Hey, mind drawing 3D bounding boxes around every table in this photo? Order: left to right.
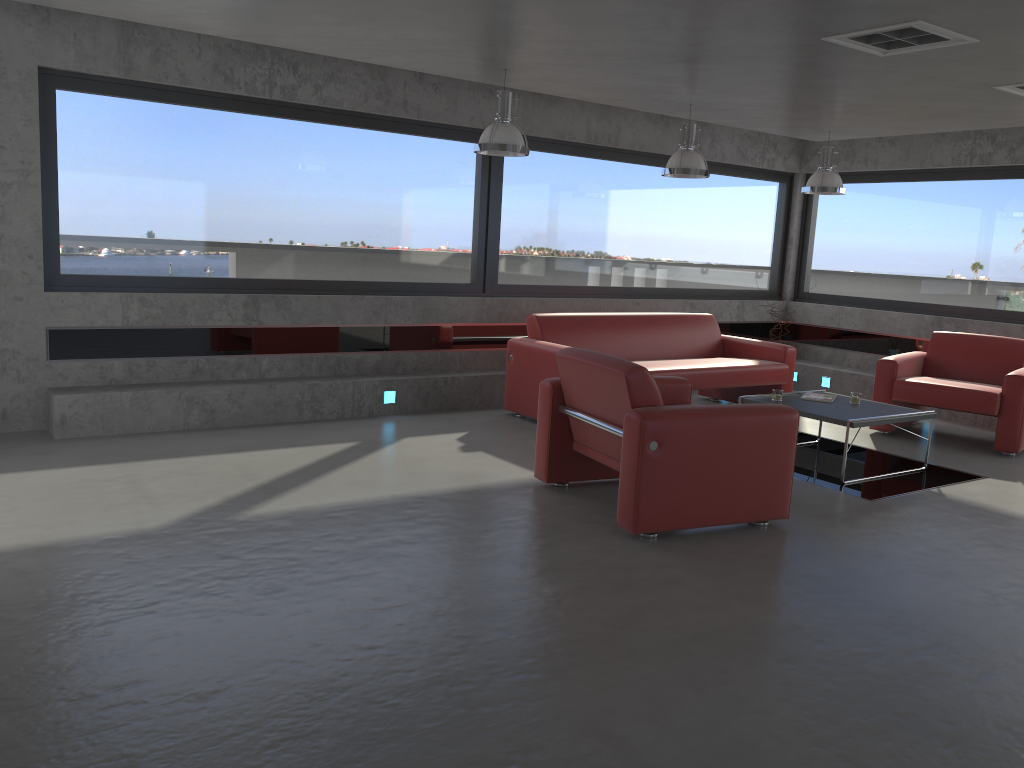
[{"bbox_3d":[2.370,0.358,6.562,1.018,0.436,0.994,-3,11,-35],"label":"table"}]

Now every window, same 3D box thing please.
[{"bbox_3d":[-0.034,-1.581,8.323,7.800,1.364,0.003,-3,11,-35],"label":"window"},{"bbox_3d":[4.797,-1.375,8.686,0.003,1.364,4.583,-3,11,-35],"label":"window"}]

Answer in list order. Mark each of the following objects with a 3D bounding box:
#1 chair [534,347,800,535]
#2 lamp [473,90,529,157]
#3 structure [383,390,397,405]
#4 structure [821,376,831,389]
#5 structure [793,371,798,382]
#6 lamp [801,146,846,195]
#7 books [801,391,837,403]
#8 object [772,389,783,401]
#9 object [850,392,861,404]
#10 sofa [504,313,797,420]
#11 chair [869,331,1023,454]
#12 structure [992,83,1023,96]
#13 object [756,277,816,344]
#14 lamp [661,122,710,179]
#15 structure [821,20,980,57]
[{"bbox_3d":[0.899,0.244,5.186,1.130,0.854,1.196,-1,10,-25],"label":"chair"},{"bbox_3d":[-0.064,-1.810,6.138,0.388,0.422,0.389,-3,11,-35],"label":"lamp"},{"bbox_3d":[-1.017,0.110,7.383,0.123,0.123,0.004,-3,11,-35],"label":"structure"},{"bbox_3d":[3.445,-0.019,9.731,0.004,0.123,0.123,-3,11,-35],"label":"structure"},{"bbox_3d":[3.199,-0.087,10.082,0.004,0.123,0.123,-3,11,-35],"label":"structure"},{"bbox_3d":[2.895,-1.973,8.183,0.388,0.422,0.389,12,12,43],"label":"lamp"},{"bbox_3d":[2.356,0.099,6.807,0.228,0.022,0.326,7,10,25],"label":"books"},{"bbox_3d":[1.974,0.083,6.596,0.079,0.077,0.079,10,11,37],"label":"object"},{"bbox_3d":[2.579,0.107,6.656,0.079,0.077,0.079,-1,10,-27],"label":"object"},{"bbox_3d":[1.321,-0.171,7.953,2.626,0.854,1.120,-3,11,-35],"label":"sofa"},{"bbox_3d":[3.884,0.014,7.668,1.196,0.854,1.130,11,12,39],"label":"chair"},{"bbox_3d":[3.521,-2.013,5.682,0.563,0.240,0.563,-3,11,-35],"label":"structure"},{"bbox_3d":[2.812,-0.508,9.440,0.466,1.289,0.531,-1,10,-22],"label":"object"},{"bbox_3d":[1.415,-1.892,7.160,0.388,0.422,0.389,-3,11,-35],"label":"lamp"},{"bbox_3d":[2.050,-1.932,4.665,0.563,0.240,0.563,-3,11,-35],"label":"structure"}]
